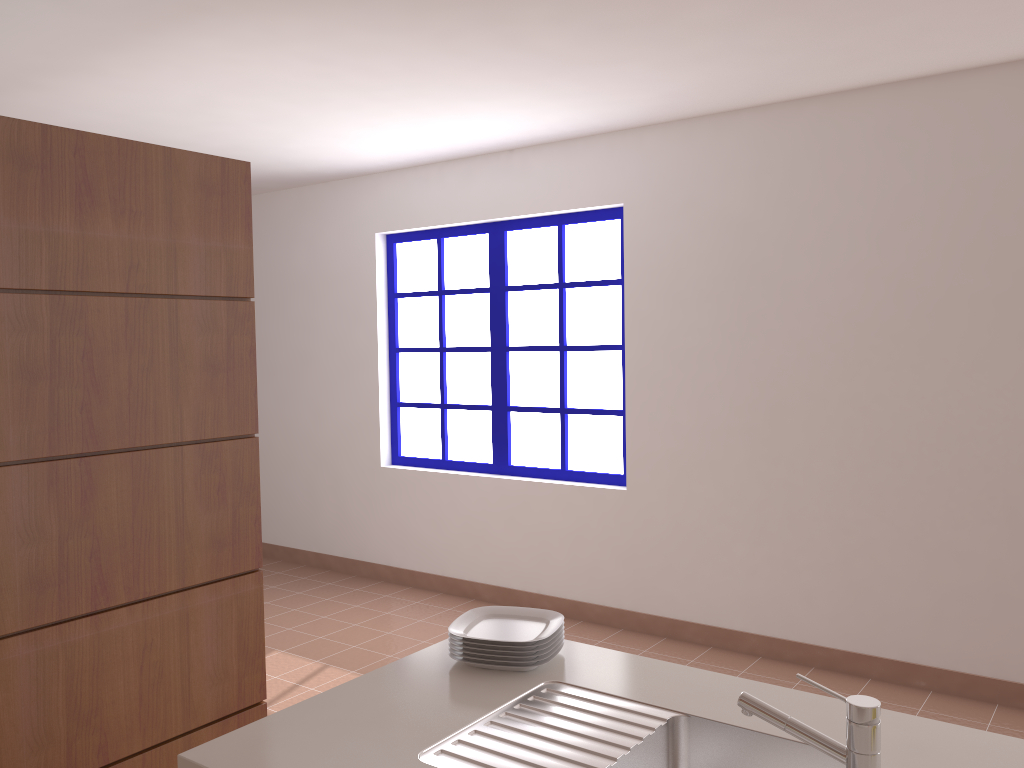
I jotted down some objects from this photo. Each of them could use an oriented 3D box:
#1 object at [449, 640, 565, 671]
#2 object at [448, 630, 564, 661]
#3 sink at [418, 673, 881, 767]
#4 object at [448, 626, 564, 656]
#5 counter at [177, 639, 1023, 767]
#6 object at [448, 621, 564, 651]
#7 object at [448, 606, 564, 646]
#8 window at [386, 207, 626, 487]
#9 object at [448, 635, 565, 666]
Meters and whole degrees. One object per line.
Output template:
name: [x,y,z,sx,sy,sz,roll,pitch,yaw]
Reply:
object: [-0.009,0.565,1.874,0.228,0.020,0.228,0,3,18]
object: [-0.010,0.544,1.873,0.228,0.020,0.228,0,3,18]
sink: [0.225,0.589,1.388,0.668,0.368,0.404,1,3,36]
object: [-0.010,0.534,1.872,0.228,0.020,0.228,0,3,18]
counter: [0.573,0.999,1.161,2.156,0.800,0.821,1,3,36]
object: [-0.010,0.524,1.872,0.228,0.020,0.228,0,3,18]
object: [-0.010,0.514,1.871,0.228,0.020,0.228,0,3,18]
window: [-0.069,-0.198,5.026,1.699,1.430,0.035,1,3,36]
object: [-0.009,0.554,1.873,0.228,0.020,0.228,0,3,18]
